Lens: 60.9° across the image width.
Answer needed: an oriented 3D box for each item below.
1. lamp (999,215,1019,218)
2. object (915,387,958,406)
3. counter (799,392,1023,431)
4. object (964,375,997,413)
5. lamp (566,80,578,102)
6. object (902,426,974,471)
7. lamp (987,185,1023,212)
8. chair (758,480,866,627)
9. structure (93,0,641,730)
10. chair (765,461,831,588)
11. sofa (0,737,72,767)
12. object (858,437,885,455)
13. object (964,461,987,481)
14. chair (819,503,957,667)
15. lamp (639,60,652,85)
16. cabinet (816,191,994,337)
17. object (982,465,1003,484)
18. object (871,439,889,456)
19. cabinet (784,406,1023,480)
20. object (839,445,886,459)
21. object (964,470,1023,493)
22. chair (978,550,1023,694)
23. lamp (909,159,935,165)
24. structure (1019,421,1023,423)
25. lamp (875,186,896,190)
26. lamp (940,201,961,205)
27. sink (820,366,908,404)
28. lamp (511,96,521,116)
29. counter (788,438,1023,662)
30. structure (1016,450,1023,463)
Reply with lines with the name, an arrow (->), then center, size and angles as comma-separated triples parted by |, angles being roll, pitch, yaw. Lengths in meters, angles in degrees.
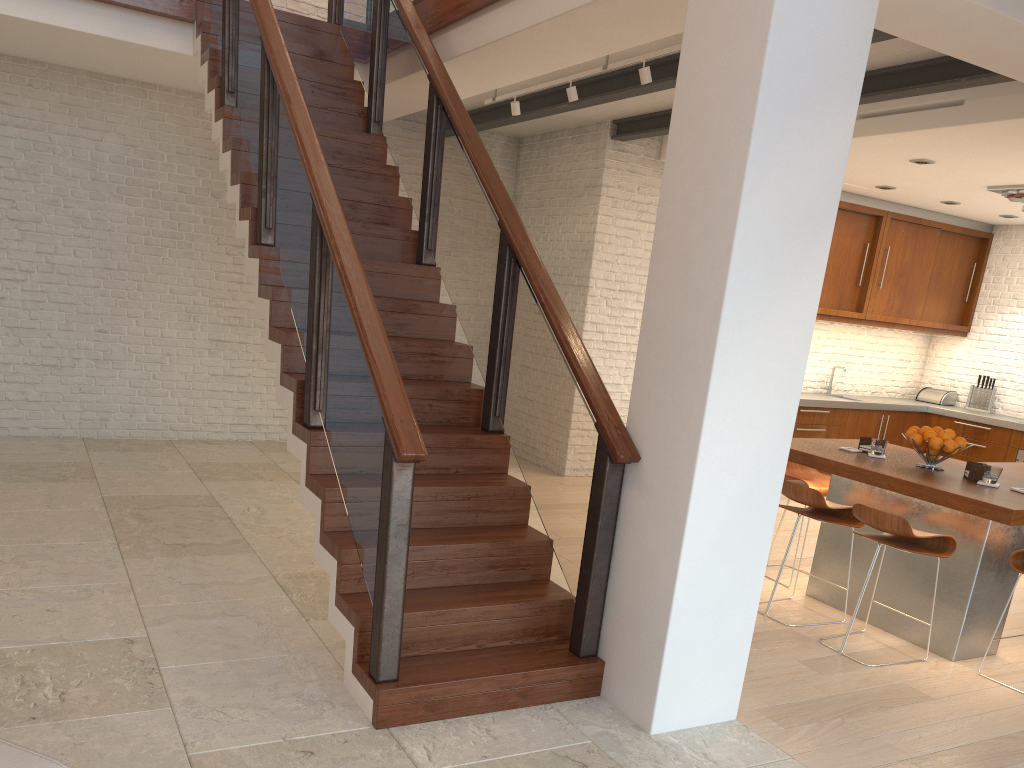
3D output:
lamp -> 4.806, -1.638, 8.426 | 0.124, 0.057, 0.119 | 2, 9, -29
object -> 4.711, 0.135, 9.683 | 0.250, 0.165, 0.332 | 1, 9, -29
counter -> 4.032, 0.378, 7.795 | 3.334, 0.072, 3.400 | 3, 7, -29
object -> 4.997, 0.100, 9.264 | 0.066, 0.389, 0.309 | -3, 15, -29
lamp -> 0.369, -1.778, 5.320 | 0.086, 0.134, 0.058 | 0, 15, -27
object -> 2.308, 0.349, 4.758 | 0.360, 0.230, 0.355 | 11, 10, 25
lamp -> 4.109, -1.458, 6.945 | 0.450, 0.177, 0.434 | 2, 8, -29
chair -> 1.656, 0.934, 4.918 | 0.422, 0.804, 0.388 | -1, 16, -29
structure -> 0.923, -0.793, 3.766 | 13.858, 4.301, 9.800 | 3, 8, -29
chair -> 1.862, 0.880, 5.641 | 0.404, 0.804, 0.406 | -1, 15, -29
sofa -> -1.868, 0.950, 1.063 | 1.131, 0.783, 2.274 | 10, 8, 21
object -> 2.112, 0.362, 5.110 | 0.094, 0.085, 0.110 | 0, 11, -29
object -> 2.426, 0.457, 4.546 | 0.093, 0.085, 0.111 | 9, 10, 15
chair -> 1.910, 1.010, 4.471 | 0.422, 0.804, 0.388 | -1, 16, -29
lamp -> 0.721, -1.673, 4.702 | 0.086, 0.134, 0.058 | 0, 15, -27
cabinet -> 3.452, -1.199, 8.687 | 3.343, 1.211, 0.442 | 3, 14, -29
object -> 2.420, 0.458, 4.403 | 0.091, 0.088, 0.087 | 4, 11, -14
object -> 2.087, 0.361, 4.965 | 0.091, 0.088, 0.088 | 0, 13, -32
cabinet -> 4.278, -0.172, 8.054 | 4.717, 2.943, 2.212 | 10, 13, 24
object -> 2.079, 0.389, 5.056 | 0.205, 0.036, 0.277 | 3, 7, -29
object -> 2.448, 0.497, 4.425 | 0.198, 0.036, 0.381 | 3, 7, -26
chair -> 2.668, 1.121, 4.227 | 0.404, 0.804, 0.406 | -1, 15, -29
lamp -> 2.957, -1.619, 6.275 | 0.124, 0.057, 0.119 | 2, 9, -29
structure -> 5.344, 0.429, 8.225 | 0.590, 0.033, 0.783 | 3, 7, -30
lamp -> 3.248, -1.723, 7.566 | 0.124, 0.057, 0.119 | 2, 9, -29
lamp -> 4.027, -1.681, 7.996 | 0.124, 0.057, 0.119 | 2, 9, -29
sink -> 3.690, 0.064, 9.138 | 0.858, 0.445, 0.498 | 2, 11, -29
lamp -> 0.025, -1.881, 5.919 | 0.058, 0.134, 0.084 | 14, 15, 30
counter -> 2.844, 0.955, 5.245 | 2.497, 0.956, 1.626 | 2, 9, -29
structure -> 5.221, 0.980, 8.344 | 0.500, 0.599, 0.645 | 0, 12, -29
